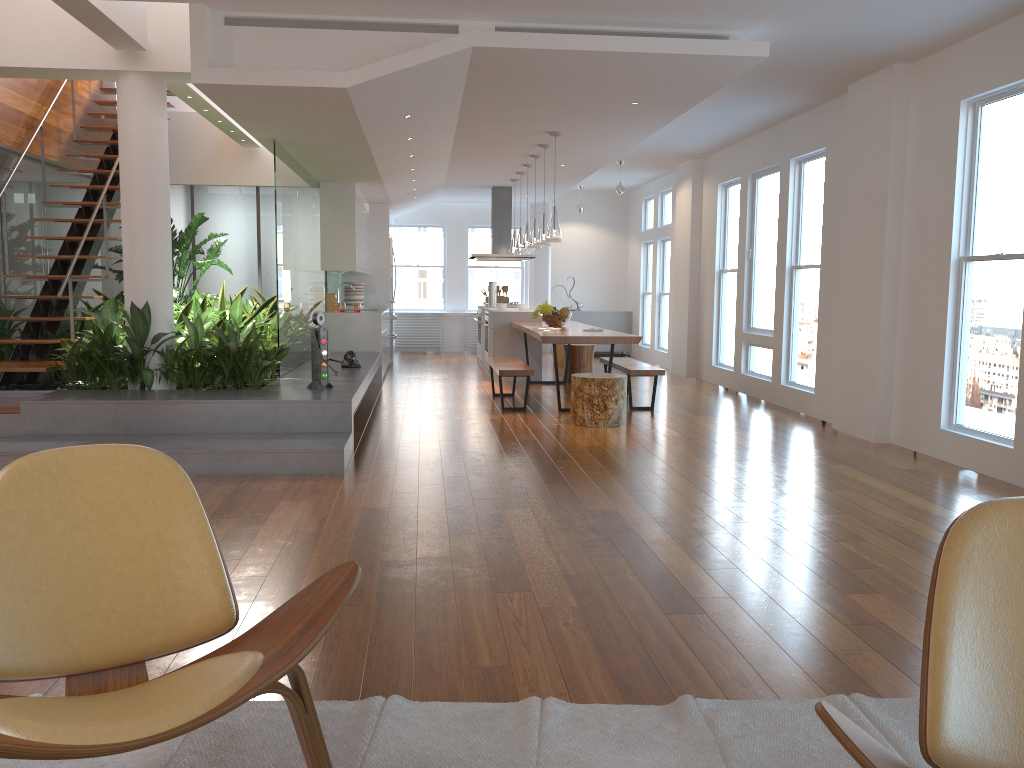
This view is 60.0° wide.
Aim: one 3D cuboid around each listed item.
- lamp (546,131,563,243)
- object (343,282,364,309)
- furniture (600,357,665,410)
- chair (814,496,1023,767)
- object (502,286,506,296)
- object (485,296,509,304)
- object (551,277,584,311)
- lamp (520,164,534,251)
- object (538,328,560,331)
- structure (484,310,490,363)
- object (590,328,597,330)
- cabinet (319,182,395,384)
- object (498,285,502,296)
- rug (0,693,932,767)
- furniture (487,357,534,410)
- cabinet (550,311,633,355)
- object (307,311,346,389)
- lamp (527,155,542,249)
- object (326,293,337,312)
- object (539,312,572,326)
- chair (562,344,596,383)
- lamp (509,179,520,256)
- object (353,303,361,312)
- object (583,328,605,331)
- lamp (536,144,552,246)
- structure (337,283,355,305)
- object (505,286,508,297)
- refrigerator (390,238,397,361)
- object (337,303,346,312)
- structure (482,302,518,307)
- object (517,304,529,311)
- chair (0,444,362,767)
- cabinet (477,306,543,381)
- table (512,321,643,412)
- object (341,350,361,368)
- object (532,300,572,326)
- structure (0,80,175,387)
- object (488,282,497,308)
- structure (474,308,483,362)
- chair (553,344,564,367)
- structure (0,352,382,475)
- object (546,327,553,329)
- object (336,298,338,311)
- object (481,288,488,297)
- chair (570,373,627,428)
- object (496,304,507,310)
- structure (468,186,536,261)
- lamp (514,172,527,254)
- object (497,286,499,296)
[{"bbox_3d":[0.395,-1.840,8.152,0.160,1.060,0.160,3,7,21],"label":"lamp"},{"bbox_3d":[-2.115,-1.180,11.854,0.267,0.356,0.266,3,7,20],"label":"object"},{"bbox_3d":[1.156,-0.011,8.729,0.316,0.389,1.433,0,6,-6],"label":"furniture"},{"bbox_3d":[0.970,0.637,1.259,0.856,0.752,0.867,7,9,44],"label":"chair"},{"bbox_3d":[-0.123,-1.323,13.267,0.068,0.298,0.039,0,6,-6],"label":"object"},{"bbox_3d":[-0.223,-1.246,13.273,0.353,0.157,0.084,0,6,-6],"label":"object"},{"bbox_3d":[0.939,-1.487,14.618,0.590,0.563,0.210,-4,8,-34],"label":"object"},{"bbox_3d":[0.181,-2.078,10.297,0.160,1.060,0.160,3,7,21],"label":"lamp"},{"bbox_3d":[0.367,-0.528,8.607,0.222,0.020,0.222,5,8,35],"label":"object"},{"bbox_3d":[-0.317,-0.616,11.444,0.072,0.648,0.644,0,6,-6],"label":"structure"},{"bbox_3d":[0.791,-0.530,8.601,0.079,0.030,0.070,5,8,37],"label":"object"},{"bbox_3d":[-2.044,-1.369,12.295,0.676,2.280,4.565,0,6,-6],"label":"cabinet"},{"bbox_3d":[-0.186,-1.323,13.258,0.057,0.299,0.019,0,6,-6],"label":"object"},{"bbox_3d":[0.103,1.027,0.701,3.525,0.057,3.478,0,6,-1],"label":"rug"},{"bbox_3d":[-0.031,-0.008,8.610,0.316,0.389,1.433,0,6,-6],"label":"furniture"},{"bbox_3d":[1.312,-0.852,14.770,1.309,0.725,0.420,0,6,-6],"label":"cabinet"},{"bbox_3d":[-1.348,-0.244,6.466,0.318,0.565,0.134,4,7,30],"label":"object"},{"bbox_3d":[0.252,-1.999,9.582,0.160,1.060,0.160,3,7,21],"label":"lamp"},{"bbox_3d":[-2.148,-0.972,10.560,0.104,0.222,0.200,0,6,-6],"label":"object"},{"bbox_3d":[0.468,-0.698,9.583,0.360,0.159,0.360,-5,8,-42],"label":"object"},{"bbox_3d":[0.795,-0.247,10.564,0.396,0.455,0.402,-1,7,-16],"label":"chair"},{"bbox_3d":[0.038,-2.236,11.728,0.160,1.060,0.160,3,7,21],"label":"lamp"},{"bbox_3d":[-1.796,-0.884,10.284,0.094,0.106,0.094,0,6,0],"label":"object"},{"bbox_3d":[0.791,-0.524,8.601,0.222,0.020,0.222,-1,6,-14],"label":"object"},{"bbox_3d":[0.324,-1.919,8.867,0.160,1.060,0.160,3,7,21],"label":"lamp"},{"bbox_3d":[-2.118,-1.024,11.310,0.248,0.536,0.115,0,6,-6],"label":"structure"},{"bbox_3d":[-0.088,-1.325,13.289,0.057,0.294,0.030,0,6,-6],"label":"object"},{"bbox_3d":[-2.065,-1.236,13.058,0.725,1.772,0.908,0,6,-6],"label":"refrigerator"},{"bbox_3d":[-1.981,-0.889,10.312,0.094,0.106,0.094,0,6,0],"label":"object"},{"bbox_3d":[-0.166,-1.153,12.839,0.520,0.073,0.650,0,6,-6],"label":"structure"},{"bbox_3d":[0.129,-0.940,10.871,0.152,0.082,0.152,-6,9,-45],"label":"object"},{"bbox_3d":[-0.744,0.563,1.805,0.856,0.752,0.867,0,6,-1],"label":"chair"},{"bbox_3d":[-0.080,-0.604,11.978,0.597,0.832,2.936,0,6,-6],"label":"cabinet"},{"bbox_3d":[0.390,-0.389,10.637,0.893,0.704,5.996,0,6,-6],"label":"table"},{"bbox_3d":[-1.503,-0.232,8.187,0.216,0.155,0.181,-5,8,-41],"label":"object"},{"bbox_3d":[0.441,-0.762,9.588,0.394,0.284,0.292,-5,8,-41],"label":"object"},{"bbox_3d":[-3.074,-2.087,8.317,2.552,4.265,4.591,0,6,-6],"label":"structure"},{"bbox_3d":[-0.261,-1.244,12.356,0.120,0.356,0.172,6,8,42],"label":"object"},{"bbox_3d":[-0.210,-0.728,12.869,0.649,0.735,0.890,0,6,-6],"label":"structure"},{"bbox_3d":[0.782,-0.483,12.776,0.344,0.430,0.549,0,6,-2],"label":"chair"},{"bbox_3d":[-2.816,0.059,7.910,3.088,0.386,5.584,0,6,-6],"label":"structure"},{"bbox_3d":[0.367,-0.534,8.606,0.070,0.030,0.079,-5,8,-42],"label":"object"},{"bbox_3d":[-2.159,-0.974,10.809,0.100,0.170,0.173,0,6,-4],"label":"object"},{"bbox_3d":[-0.377,-1.308,13.259,0.199,0.259,0.016,1,6,5],"label":"object"},{"bbox_3d":[0.718,0.127,7.347,0.460,0.400,0.460,1,6,4],"label":"chair"},{"bbox_3d":[-0.131,-0.953,10.968,0.152,0.082,0.152,5,8,33],"label":"object"},{"bbox_3d":[-0.149,-2.473,12.666,0.909,1.405,0.900,0,6,-6],"label":"structure"},{"bbox_3d":[0.109,-2.157,11.013,0.160,1.060,0.160,3,7,21],"label":"lamp"},{"bbox_3d":[-0.222,-1.325,13.274,0.061,0.299,0.040,0,6,-8],"label":"object"}]
